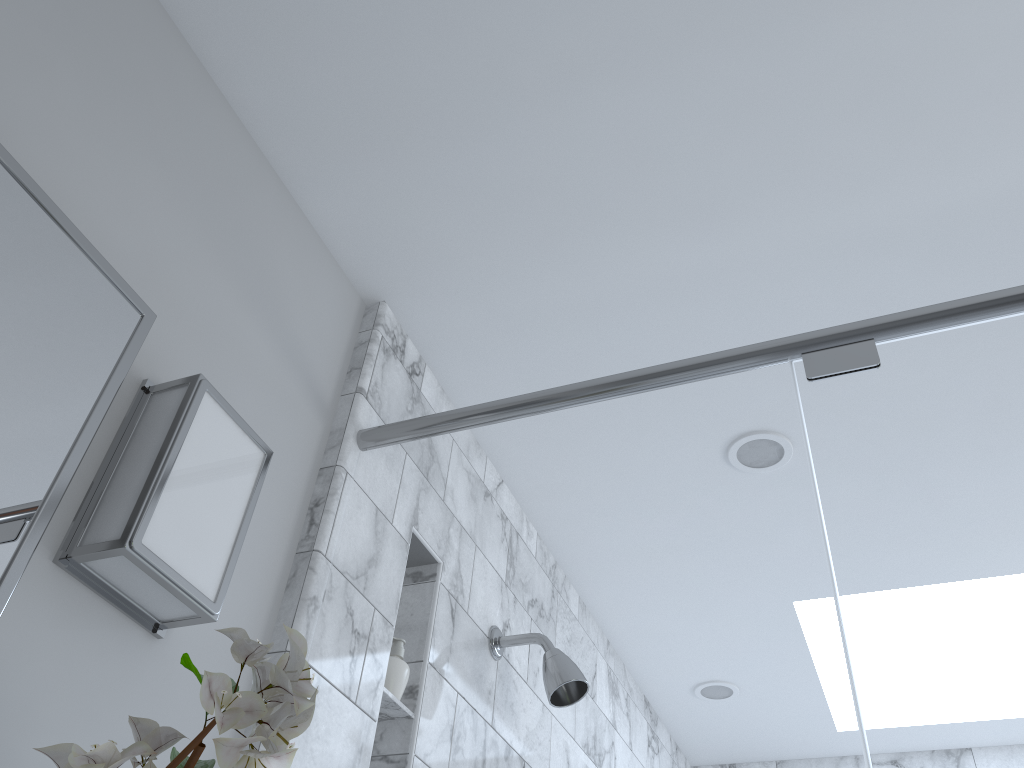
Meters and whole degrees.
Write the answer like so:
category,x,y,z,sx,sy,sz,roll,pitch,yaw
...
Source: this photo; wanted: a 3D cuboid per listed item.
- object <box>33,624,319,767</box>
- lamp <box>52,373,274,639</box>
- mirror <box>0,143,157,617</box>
category,x,y,z,sx,sy,sz,roll,pitch,yaw
object,-0.294,0.522,0.516,0.225,0.706,0.374,30,-48,-23
lamp,-0.400,0.139,1.070,0.091,0.266,0.175,-13,-46,19
mirror,-0.632,0.044,0.569,0.030,0.977,0.694,-13,-46,19
